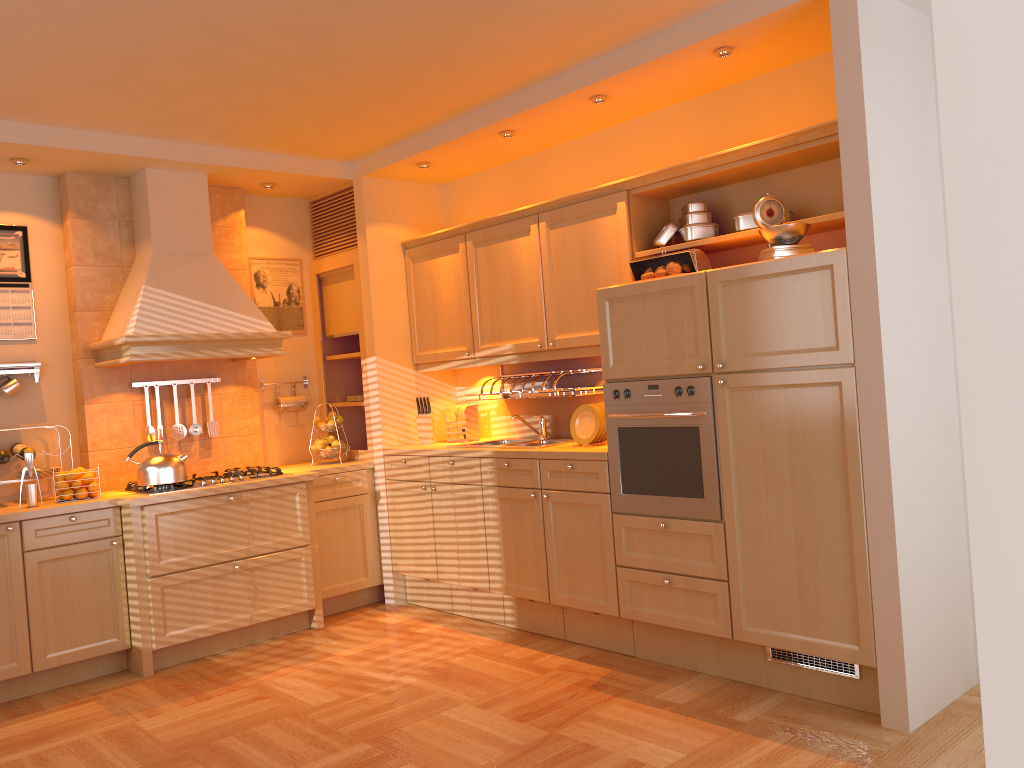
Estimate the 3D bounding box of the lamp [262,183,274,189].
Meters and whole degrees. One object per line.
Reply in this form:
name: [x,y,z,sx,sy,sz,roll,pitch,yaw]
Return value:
lamp: [-1.472,-1.196,5.357,0.070,0.021,0.070,-4,1,31]

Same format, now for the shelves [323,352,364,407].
shelves: [-0.839,0.142,5.847,0.582,0.702,0.600,-5,1,-42]

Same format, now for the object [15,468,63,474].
object: [-2.432,0.451,4.564,0.172,0.011,0.163,-4,0,17]

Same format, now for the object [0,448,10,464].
object: [-2.570,0.355,4.449,0.076,0.095,0.282,-5,1,-42]

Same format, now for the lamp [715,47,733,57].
lamp: [0.869,-1.358,3.635,0.070,0.021,0.070,-4,0,8]

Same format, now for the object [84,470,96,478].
object: [-2.144,0.463,4.506,0.063,0.053,0.051,-4,0,21]

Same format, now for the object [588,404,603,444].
object: [0.385,0.201,4.449,0.049,0.200,0.205,-5,1,-41]

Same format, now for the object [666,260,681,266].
object: [0.714,-0.525,3.920,0.061,0.047,0.063,-4,0,6]

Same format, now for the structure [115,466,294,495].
structure: [-1.674,0.517,4.851,0.797,0.051,0.494,-5,1,-42]

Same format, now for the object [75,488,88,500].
object: [-2.150,0.549,4.428,0.074,0.063,0.064,-4,1,28]

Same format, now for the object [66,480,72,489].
object: [-2.220,0.499,4.438,0.051,0.053,0.064,-4,0,11]

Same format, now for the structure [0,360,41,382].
structure: [-2.656,-0.058,4.570,0.405,0.118,0.069,-5,1,-42]

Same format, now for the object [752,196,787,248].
object: [1.044,-0.621,3.574,0.134,0.271,0.039,-4,0,-8]

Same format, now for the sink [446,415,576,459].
sink: [0.044,0.336,4.879,0.465,0.336,0.746,-5,1,-42]

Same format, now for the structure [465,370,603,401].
structure: [0.133,0.010,4.979,0.300,0.126,0.900,-5,1,-42]

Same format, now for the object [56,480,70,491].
object: [-2.219,0.502,4.381,0.063,0.051,0.053,-5,1,-23]

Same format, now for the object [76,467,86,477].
object: [-2.205,0.454,4.535,0.059,0.060,0.050,-4,0,7]

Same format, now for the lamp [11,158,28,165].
lamp: [-2.470,-1.113,4.448,0.070,0.021,0.070,-4,1,31]

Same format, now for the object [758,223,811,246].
object: [1.064,-0.570,3.454,0.199,0.075,0.199,-4,0,17]

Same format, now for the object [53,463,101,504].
object: [-2.193,0.495,4.469,0.207,0.174,0.189,-5,1,-27]

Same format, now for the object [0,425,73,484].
object: [-2.528,0.417,4.493,0.572,0.379,0.221,-5,1,-42]

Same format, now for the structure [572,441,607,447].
structure: [0.412,0.301,4.462,0.219,0.010,0.084,-5,1,-39]

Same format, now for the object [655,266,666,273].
object: [0.670,-0.496,3.946,0.065,0.056,0.056,-4,1,32]

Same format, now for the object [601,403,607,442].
object: [0.450,0.196,4.502,0.049,0.200,0.205,-5,1,-41]

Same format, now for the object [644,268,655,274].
object: [0.628,-0.496,4.037,0.069,0.064,0.055,-5,1,-38]

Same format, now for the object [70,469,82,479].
object: [-2.197,0.453,4.459,0.063,0.053,0.051,-4,0,9]

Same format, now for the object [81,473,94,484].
object: [-2.129,0.474,4.450,0.053,0.052,0.061,-4,0,21]

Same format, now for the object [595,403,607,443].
object: [0.428,0.198,4.484,0.049,0.200,0.205,-5,1,-41]

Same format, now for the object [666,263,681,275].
object: [0.704,-0.498,3.859,0.066,0.064,0.045,-4,0,9]

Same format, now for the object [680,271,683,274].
object: [0.714,-0.488,3.898,0.062,0.036,0.065,-5,1,-39]

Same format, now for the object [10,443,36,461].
object: [-2.485,0.348,4.527,0.076,0.095,0.282,-5,1,-42]

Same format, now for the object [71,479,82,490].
object: [-2.168,0.499,4.416,0.052,0.053,0.062,-4,0,-20]

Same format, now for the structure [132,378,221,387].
structure: [-1.904,-0.010,5.049,0.506,0.024,0.009,-5,1,-42]

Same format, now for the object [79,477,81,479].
object: [-2.214,0.485,4.498,0.061,0.051,0.055,-4,0,2]

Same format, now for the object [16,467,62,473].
object: [-2.433,0.444,4.564,0.172,0.011,0.163,-4,0,17]

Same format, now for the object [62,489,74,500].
object: [-2.198,0.547,4.391,0.052,0.057,0.060,-4,0,10]

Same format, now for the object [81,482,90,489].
object: [-2.157,0.511,4.484,0.062,0.053,0.051,-4,0,16]

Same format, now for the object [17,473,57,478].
object: [-2.431,0.471,4.564,0.172,0.011,0.163,-4,0,17]

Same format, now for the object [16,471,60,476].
object: [-2.431,0.464,4.564,0.172,0.011,0.163,-4,0,17]

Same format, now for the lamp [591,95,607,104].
lamp: [0.407,-1.328,4.143,0.070,0.021,0.070,-4,0,8]

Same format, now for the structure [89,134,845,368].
structure: [-0.301,-0.710,4.277,4.091,1.148,1.061,-4,1,22]

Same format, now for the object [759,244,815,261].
object: [1.069,-0.506,3.455,0.179,0.053,0.156,-4,0,-8]

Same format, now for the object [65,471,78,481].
object: [-2.186,0.456,4.400,0.063,0.051,0.053,-5,1,-35]

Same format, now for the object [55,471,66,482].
object: [-2.238,0.464,4.405,0.057,0.060,0.052,-4,0,-4]

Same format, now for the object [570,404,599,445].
object: [0.364,0.203,4.431,0.049,0.200,0.205,-5,1,-41]

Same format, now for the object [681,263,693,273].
object: [0.767,-0.505,3.921,0.066,0.058,0.065,-4,1,40]

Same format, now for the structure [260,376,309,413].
structure: [-1.417,0.067,5.647,0.320,0.220,0.126,-5,1,-42]

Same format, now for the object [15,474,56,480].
object: [-2.430,0.477,4.564,0.172,0.011,0.163,-4,0,17]

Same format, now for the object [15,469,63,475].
object: [-2.432,0.457,4.564,0.172,0.011,0.163,-4,0,17]

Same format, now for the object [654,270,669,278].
object: [0.656,-0.484,3.890,0.062,0.036,0.065,-5,1,-29]

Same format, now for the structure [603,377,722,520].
structure: [0.615,0.275,3.790,0.066,0.583,0.576,-5,1,-42]

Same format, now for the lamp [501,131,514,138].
lamp: [-0.023,-1.299,4.619,0.070,0.021,0.070,-4,0,-3]

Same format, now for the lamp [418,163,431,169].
lamp: [-0.509,-1.267,5.149,0.070,0.021,0.070,-4,0,8]

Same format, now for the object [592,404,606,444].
object: [0.407,0.199,4.467,0.049,0.200,0.205,-5,1,-41]

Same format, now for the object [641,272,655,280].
object: [0.609,-0.479,3.950,0.069,0.034,0.066,-5,1,-24]

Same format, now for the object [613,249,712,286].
object: [0.686,-0.517,3.967,0.280,0.123,0.400,-5,1,-42]
